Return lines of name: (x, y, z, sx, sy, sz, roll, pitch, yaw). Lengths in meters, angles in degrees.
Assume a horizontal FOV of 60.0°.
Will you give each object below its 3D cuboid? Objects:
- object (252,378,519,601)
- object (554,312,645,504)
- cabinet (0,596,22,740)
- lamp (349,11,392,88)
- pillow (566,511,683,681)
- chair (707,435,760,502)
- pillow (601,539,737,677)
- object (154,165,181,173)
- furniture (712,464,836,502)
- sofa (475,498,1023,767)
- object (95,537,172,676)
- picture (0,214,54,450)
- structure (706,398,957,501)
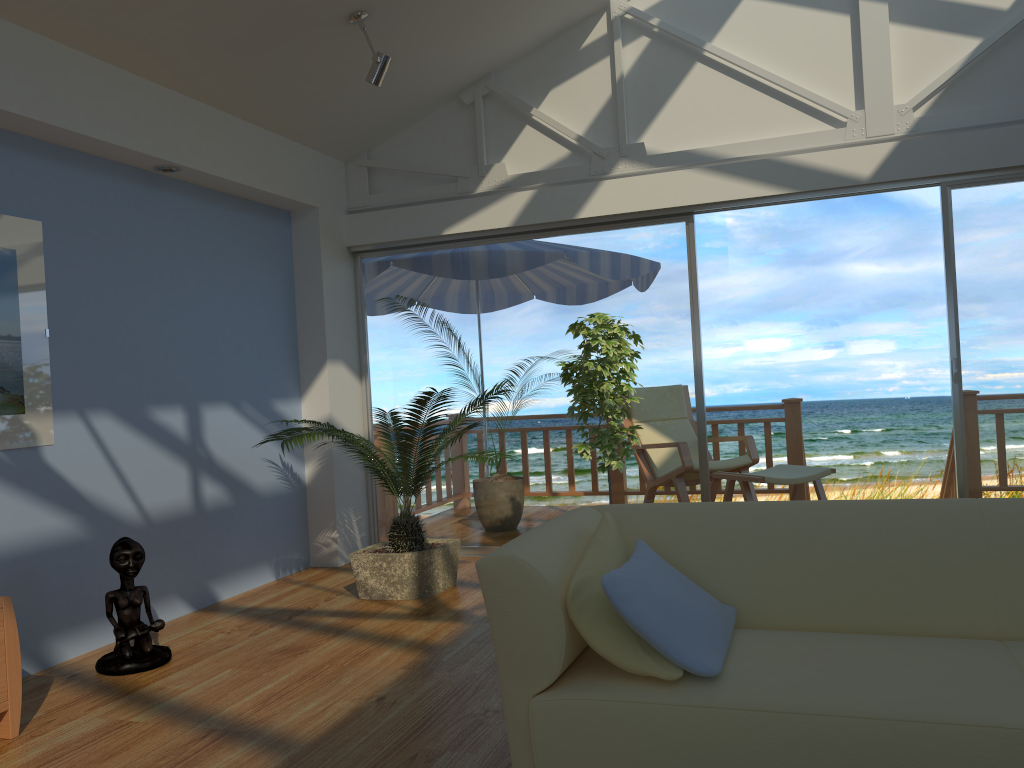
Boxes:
object: (-0.641, 0.547, 4.708, 1.413, 1.093, 1.488, -3, 0, 2)
object: (0.514, 0.324, 4.615, 0.495, 1.409, 0.699, -3, 0, -7)
cabinet: (-2.169, 0.946, 2.100, 0.500, 0.468, 1.911, -3, 0, 20)
lamp: (-0.681, -1.621, 4.305, 0.194, 0.353, 0.125, -3, 0, 2)
pillow: (0.327, 0.526, 2.309, 0.275, 0.312, 0.571, -3, 0, 17)
chair: (1.254, 0.497, 6.389, 0.632, 0.982, 0.859, -3, 0, -25)
pillow: (0.422, 0.558, 2.284, 0.272, 0.244, 0.566, -3, 0, 17)
object: (-1.681, -1.064, 4.322, 0.122, 0.050, 0.122, -3, 0, 3)
furniture: (1.652, 0.751, 5.576, 0.619, 0.427, 0.449, -3, 0, -25)
sofa: (1.205, 0.631, 2.143, 2.448, 0.597, 0.950, -3, 0, 20)
object: (-1.556, 0.888, 3.625, 0.291, 0.517, 0.292, -3, 0, -35)
picture: (-2.188, -0.201, 3.055, 0.005, 0.937, 1.419, -3, 0, 20)
structure: (2.809, 0.960, 6.728, 6.950, 2.064, 4.086, -3, 0, 20)
